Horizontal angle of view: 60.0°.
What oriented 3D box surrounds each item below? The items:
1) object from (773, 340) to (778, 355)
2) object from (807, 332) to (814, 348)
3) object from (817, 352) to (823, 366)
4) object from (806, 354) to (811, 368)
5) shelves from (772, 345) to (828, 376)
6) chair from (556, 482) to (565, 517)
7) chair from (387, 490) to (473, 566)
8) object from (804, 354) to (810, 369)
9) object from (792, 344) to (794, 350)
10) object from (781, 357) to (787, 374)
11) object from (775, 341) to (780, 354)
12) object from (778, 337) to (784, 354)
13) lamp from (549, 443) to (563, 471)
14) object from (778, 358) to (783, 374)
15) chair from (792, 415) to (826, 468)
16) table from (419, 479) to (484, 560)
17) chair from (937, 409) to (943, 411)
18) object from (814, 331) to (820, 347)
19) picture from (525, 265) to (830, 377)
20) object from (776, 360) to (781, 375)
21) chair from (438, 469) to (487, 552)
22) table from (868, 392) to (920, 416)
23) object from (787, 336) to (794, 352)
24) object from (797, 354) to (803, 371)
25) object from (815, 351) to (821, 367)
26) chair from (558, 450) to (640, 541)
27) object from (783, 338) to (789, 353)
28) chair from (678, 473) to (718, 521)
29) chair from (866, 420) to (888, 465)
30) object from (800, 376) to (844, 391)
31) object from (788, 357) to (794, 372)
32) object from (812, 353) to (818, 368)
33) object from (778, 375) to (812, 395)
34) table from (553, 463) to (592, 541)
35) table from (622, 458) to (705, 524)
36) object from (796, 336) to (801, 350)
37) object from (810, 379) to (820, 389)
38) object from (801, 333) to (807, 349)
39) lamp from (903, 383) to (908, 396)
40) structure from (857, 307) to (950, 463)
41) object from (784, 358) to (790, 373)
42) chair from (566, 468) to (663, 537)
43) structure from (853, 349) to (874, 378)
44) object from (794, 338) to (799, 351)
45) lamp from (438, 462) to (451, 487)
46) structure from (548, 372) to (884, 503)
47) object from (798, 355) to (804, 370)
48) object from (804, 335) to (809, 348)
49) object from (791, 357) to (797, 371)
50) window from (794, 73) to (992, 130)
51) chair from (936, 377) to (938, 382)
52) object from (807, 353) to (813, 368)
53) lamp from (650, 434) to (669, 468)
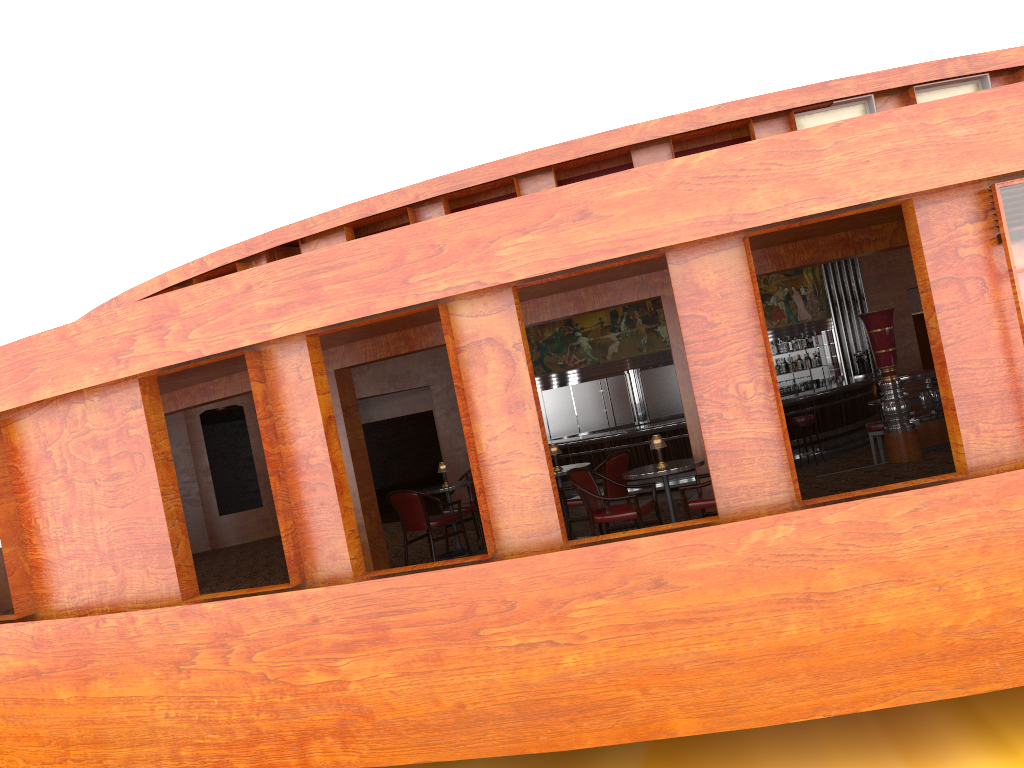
[{"bbox_3d":[4.940,-0.691,16.654,0.067,0.282,0.067,-11,-1,-45],"label":"object"},{"bbox_3d":[5.593,-0.828,16.634,0.090,0.293,0.090,-12,-1,34],"label":"object"},{"bbox_3d":[5.821,-0.474,16.795,0.080,0.272,0.080,-11,0,-2],"label":"object"},{"bbox_3d":[5.573,-0.431,16.690,0.067,0.282,0.067,-11,-1,-40],"label":"object"},{"bbox_3d":[4.592,-0.368,16.725,2.594,0.568,0.339,-11,-1,0],"label":"shelves"},{"bbox_3d":[0.138,1.202,8.723,0.616,0.817,0.587,-12,-1,40],"label":"chair"},{"bbox_3d":[-0.863,1.407,8.874,0.588,0.817,0.614,-12,-1,35],"label":"chair"},{"bbox_3d":[5.520,-0.422,16.622,0.067,0.282,0.067,-11,0,-26],"label":"object"},{"bbox_3d":[5.256,-0.729,16.719,0.068,0.235,0.212,-12,-1,20],"label":"object"},{"bbox_3d":[5.104,-0.348,16.677,0.078,0.305,0.078,-11,0,-7],"label":"object"},{"bbox_3d":[5.012,-0.689,16.760,0.090,0.256,0.090,-12,-1,21],"label":"object"},{"bbox_3d":[5.042,-0.723,16.654,0.078,0.305,0.078,-11,0,-9],"label":"object"},{"bbox_3d":[0.415,0.695,8.470,0.130,0.250,0.130,-12,-1,22],"label":"lamp"},{"bbox_3d":[5.098,-0.345,16.767,0.078,0.305,0.206,-11,-1,-4],"label":"object"},{"bbox_3d":[4.494,0.863,13.463,0.351,0.755,0.349,-12,-1,41],"label":"chair"},{"bbox_3d":[-0.612,1.414,9.256,0.639,0.720,0.640,-11,-1,-10],"label":"table"},{"bbox_3d":[5.147,0.665,10.321,0.351,0.755,0.349,-12,-1,41],"label":"chair"},{"bbox_3d":[5.715,-0.847,16.653,0.067,0.282,0.067,-11,0,11],"label":"object"},{"bbox_3d":[2.803,-1.284,16.698,6.254,1.322,0.001,-11,0,0],"label":"picture"},{"bbox_3d":[5.016,-0.313,16.738,0.080,0.272,0.080,-11,0,3],"label":"object"},{"bbox_3d":[-0.401,1.330,9.643,0.588,0.817,0.614,-12,-1,35],"label":"chair"},{"bbox_3d":[4.899,0.622,10.854,0.849,0.960,0.849,-11,-1,2],"label":"table"},{"bbox_3d":[5.213,-0.758,16.633,0.078,0.305,0.078,-11,0,-12],"label":"object"},{"bbox_3d":[5.390,-0.407,16.648,0.078,0.305,0.078,-12,-1,38],"label":"object"},{"bbox_3d":[5.746,-0.477,16.709,0.078,0.305,0.078,-12,0,13],"label":"object"},{"bbox_3d":[0.848,1.047,8.188,0.616,0.817,0.587,-12,-1,40],"label":"chair"},{"bbox_3d":[5.128,-0.723,16.655,0.080,0.272,0.080,-11,0,-7],"label":"object"},{"bbox_3d":[1.638,0.856,6.692,0.616,0.817,0.587,-12,-1,25],"label":"chair"},{"bbox_3d":[4.425,0.813,10.455,0.349,0.755,0.351,-11,-1,-41],"label":"chair"},{"bbox_3d":[5.501,0.046,16.701,1.425,0.134,0.403,-12,-1,6],"label":"object"},{"bbox_3d":[5.238,-0.364,16.676,0.067,0.282,0.067,-11,-1,-35],"label":"object"},{"bbox_3d":[5.679,-0.448,16.663,0.080,0.272,0.080,-11,0,3],"label":"object"},{"bbox_3d":[5.201,0.049,16.654,0.951,0.245,0.396,-11,-1,3],"label":"object"},{"bbox_3d":[0.506,1.171,8.465,0.640,0.720,0.639,-12,-1,26],"label":"table"},{"bbox_3d":[1.236,0.990,6.846,0.640,0.720,0.639,-12,-1,29],"label":"table"},{"bbox_3d":[5.405,-0.777,16.753,0.080,0.272,0.080,-11,-1,-32],"label":"object"},{"bbox_3d":[5.676,-0.003,16.615,0.169,0.156,0.195,-12,-1,25],"label":"object"},{"bbox_3d":[5.478,-0.811,16.649,0.078,0.305,0.078,-11,0,-19],"label":"object"},{"bbox_3d":[4.779,0.029,10.884,0.130,0.250,0.130,-12,-1,20],"label":"lamp"},{"bbox_3d":[5.665,-0.891,10.432,4.349,3.605,0.549,-11,-1,-26],"label":"structure"},{"bbox_3d":[5.181,-0.356,16.783,0.090,0.293,0.090,-11,-1,-21],"label":"object"},{"bbox_3d":[0.817,1.029,7.021,0.616,0.817,0.587,-12,-1,25],"label":"chair"},{"bbox_3d":[6.408,-0.376,16.278,0.360,0.540,0.280,-12,-1,20],"label":"structure"},{"bbox_3d":[5.339,-0.748,16.657,0.070,0.238,0.070,-11,-1,-26],"label":"object"},{"bbox_3d":[-0.706,0.938,9.254,0.130,0.250,0.130,-11,-1,8],"label":"lamp"},{"bbox_3d":[3.266,0.996,15.065,7.810,1.047,3.208,-11,-1,0],"label":"structure"},{"bbox_3d":[5.450,-0.411,16.742,0.090,0.293,0.090,-11,0,-6],"label":"object"},{"bbox_3d":[5.563,-0.800,16.800,0.090,0.256,0.090,-11,0,6],"label":"object"},{"bbox_3d":[5.312,-0.372,16.758,0.080,0.272,0.080,-11,0,3],"label":"object"},{"bbox_3d":[7.797,-3.047,9.730,11.933,0.480,1.959,-11,-1,-33],"label":"window"},{"bbox_3d":[5.003,0.239,9.580,0.615,0.817,0.588,-11,-1,-10],"label":"chair"},{"bbox_3d":[5.630,-0.445,16.812,0.090,0.293,0.090,-12,-1,34],"label":"object"},{"bbox_3d":[1.136,0.515,6.846,0.130,0.250,0.131,-11,-1,-34],"label":"lamp"}]
